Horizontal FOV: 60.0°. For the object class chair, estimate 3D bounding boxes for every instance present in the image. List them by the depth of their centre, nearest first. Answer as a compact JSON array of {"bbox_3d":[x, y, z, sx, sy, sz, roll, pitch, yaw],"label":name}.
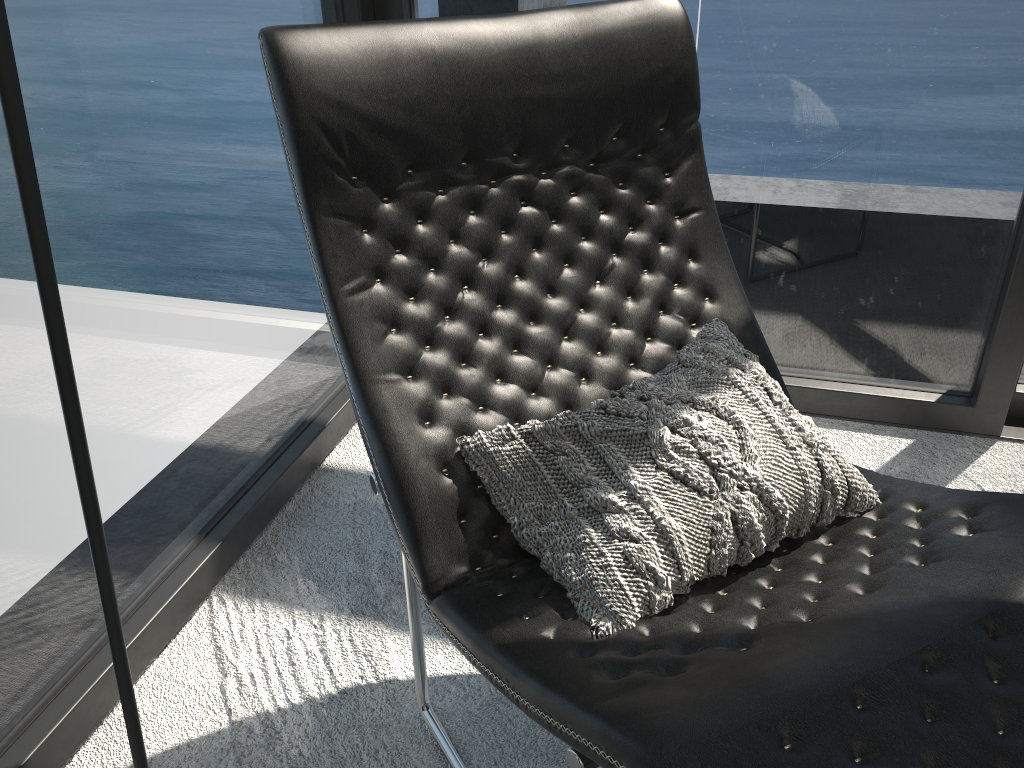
[{"bbox_3d":[0.259,0.165,1.017,0.637,1.005,1.272,-16,33,-24],"label":"chair"}]

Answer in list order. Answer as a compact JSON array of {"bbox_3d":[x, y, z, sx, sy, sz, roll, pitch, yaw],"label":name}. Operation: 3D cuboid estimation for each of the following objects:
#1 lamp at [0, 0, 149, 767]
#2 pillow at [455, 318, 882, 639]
[{"bbox_3d":[-0.291,0.098,0.835,0.383,1.313,0.200,-11,31,-17],"label":"lamp"},{"bbox_3d":[0.198,0.105,1.116,0.440,0.201,0.310,-18,34,-27],"label":"pillow"}]
